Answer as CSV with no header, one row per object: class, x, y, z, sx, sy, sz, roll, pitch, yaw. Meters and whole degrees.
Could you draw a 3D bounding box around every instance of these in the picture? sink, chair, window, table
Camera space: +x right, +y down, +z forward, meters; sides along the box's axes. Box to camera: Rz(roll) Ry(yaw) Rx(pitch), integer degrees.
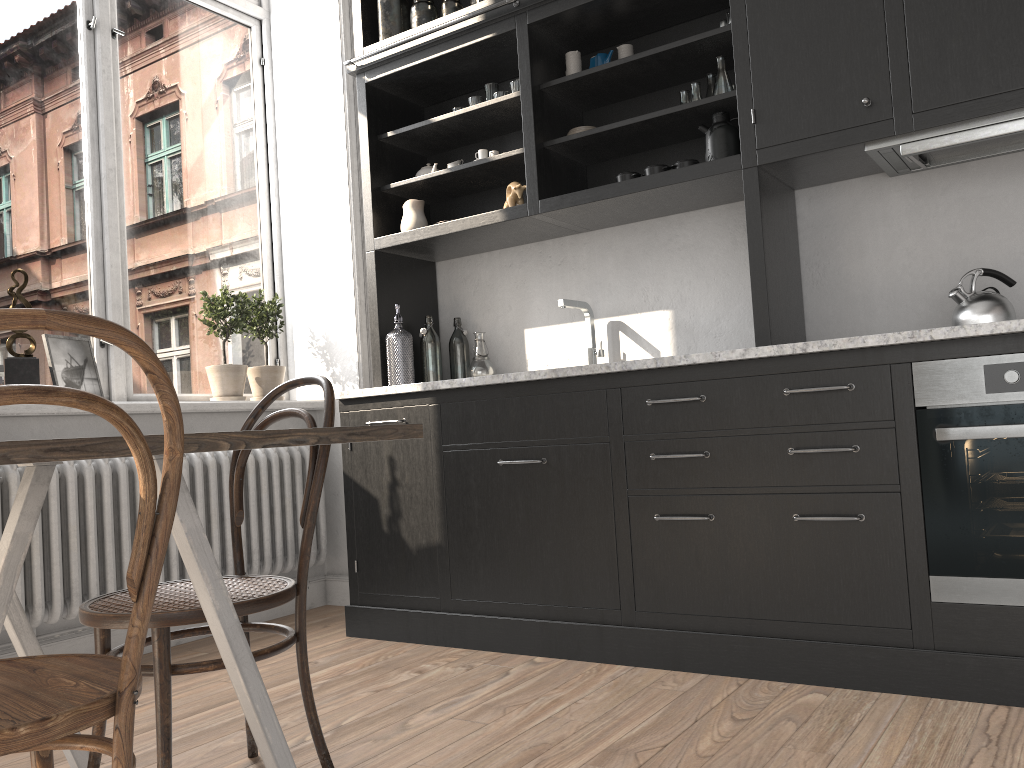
sink,0.185,-0.069,3.279,0.526,0.504,0.514,-5,-3,34
chair,-0.685,0.397,1.128,0.549,0.920,0.438,-6,-4,45
window,-0.977,-5.391,10.754,26.407,15.929,14.385,-5,-3,34
table,-1.221,0.501,1.156,1.100,0.779,2.200,-5,-4,33
chair,-0.649,0.438,1.944,0.549,0.920,0.438,-1,-4,-44

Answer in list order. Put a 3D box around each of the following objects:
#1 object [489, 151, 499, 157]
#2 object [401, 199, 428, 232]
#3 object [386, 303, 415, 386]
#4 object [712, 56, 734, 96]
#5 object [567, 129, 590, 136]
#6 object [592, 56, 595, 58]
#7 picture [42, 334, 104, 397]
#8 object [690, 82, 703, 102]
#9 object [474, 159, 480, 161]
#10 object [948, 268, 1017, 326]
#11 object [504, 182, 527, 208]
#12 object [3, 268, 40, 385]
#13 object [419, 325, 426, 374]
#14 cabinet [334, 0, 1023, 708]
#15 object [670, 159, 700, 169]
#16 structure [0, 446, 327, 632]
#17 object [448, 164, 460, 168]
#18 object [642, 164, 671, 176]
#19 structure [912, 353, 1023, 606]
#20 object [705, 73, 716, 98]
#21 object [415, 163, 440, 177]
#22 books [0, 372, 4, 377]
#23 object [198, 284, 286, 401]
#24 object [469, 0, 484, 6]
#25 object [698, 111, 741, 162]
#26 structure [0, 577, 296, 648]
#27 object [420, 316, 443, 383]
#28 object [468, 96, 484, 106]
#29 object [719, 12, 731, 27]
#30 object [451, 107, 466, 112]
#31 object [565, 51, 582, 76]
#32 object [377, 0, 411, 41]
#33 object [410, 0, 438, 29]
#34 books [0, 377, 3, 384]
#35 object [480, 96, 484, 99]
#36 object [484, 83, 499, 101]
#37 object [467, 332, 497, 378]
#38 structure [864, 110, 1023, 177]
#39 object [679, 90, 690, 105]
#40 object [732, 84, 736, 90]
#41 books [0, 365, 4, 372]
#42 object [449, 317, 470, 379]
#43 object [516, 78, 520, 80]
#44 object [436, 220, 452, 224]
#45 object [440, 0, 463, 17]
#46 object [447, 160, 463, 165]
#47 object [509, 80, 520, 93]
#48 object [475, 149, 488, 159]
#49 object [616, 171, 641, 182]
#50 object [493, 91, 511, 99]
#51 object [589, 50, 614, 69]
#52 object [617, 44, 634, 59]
object,-0.074,-0.891,3.508,0.049,0.054,0.039,-2,-3,-31
object,-0.404,-0.679,3.682,0.115,0.144,0.127,-4,-3,12
object,-0.458,-0.154,3.610,0.109,0.349,0.109,-4,-3,15
object,0.709,-1.020,2.985,0.083,0.158,0.083,-4,-3,18
object,-1.711,0.004,1.263,0.792,1.841,5.827,-6,-4,39
object,0.326,-1.181,3.394,0.082,0.135,0.059,-2,-3,-29
picture,-1.665,-0.046,3.316,0.149,0.264,0.221,-4,-3,17
object,0.631,-0.981,3.034,0.058,0.094,0.058,-3,-3,-17
object,-0.114,-0.886,3.558,0.085,0.016,0.085,-3,-3,-16
object,1.363,-0.245,2.574,0.171,0.186,0.171,-6,-4,44
object,0.012,-0.710,3.385,0.069,0.123,0.173,-2,-3,-24
object,-1.742,-0.170,3.142,0.122,0.488,0.102,-2,-3,-32
object,-0.349,-0.125,3.795,0.086,0.301,0.086,-1,-3,-42
cabinet,0.752,-0.934,2.868,3.252,3.582,0.635,-5,-3,34
object,0.594,-0.734,3.013,0.088,0.059,0.104,-6,-4,42
structure,-1.327,0.535,3.375,0.194,0.552,1.577,-5,-3,33
object,-0.236,-0.881,3.650,0.056,0.033,0.058,-4,-3,8
object,0.499,-0.726,3.051,0.104,0.059,0.088,-4,-3,12
structure,1.479,0.232,2.371,0.622,0.623,0.618,-5,-3,34
object,0.708,-1.012,3.127,0.083,0.158,0.083,-6,-4,44
object,-0.352,-0.883,3.762,0.125,0.100,0.140,-4,-3,15
books,-1.860,-0.025,2.941,0.193,0.014,0.255,-6,-4,37
object,-1.201,-0.177,3.964,0.234,0.524,0.500,-5,-3,23
object,-0.119,-1.521,3.655,0.092,0.184,0.092,-1,-4,-42
object,0.708,-0.810,2.965,0.124,0.191,0.129,-2,-3,-29
structure,-2.396,-1.238,1.878,0.340,4.472,5.182,-5,-3,34
object,-0.337,-0.132,3.672,0.086,0.301,0.086,-4,-3,19
object,-0.144,-1.109,3.557,0.064,0.069,0.064,-3,-3,-9
object,0.742,-1.216,3.034,0.040,0.116,0.080,-2,-3,-36
object,-0.209,-1.091,3.607,0.071,0.047,0.072,-3,-3,-19
object,0.235,-1.177,3.354,0.059,0.135,0.082,-4,-3,1
object,-0.491,-1.523,3.698,0.118,0.238,0.118,-4,-3,19
object,-0.359,-1.493,3.634,0.114,0.155,0.114,-6,-3,37
books,-1.852,-0.008,2.923,0.175,0.023,0.249,-6,-4,34
object,-0.144,-1.123,3.653,0.060,0.107,0.060,-4,-3,1
object,-0.078,-1.134,3.528,0.060,0.107,0.060,-2,-3,-29
object,-0.130,-0.105,3.701,0.120,0.219,0.132,-5,-3,34
structure,1.489,-0.741,2.532,0.844,0.123,0.379,-6,-4,34
object,0.606,-0.975,3.102,0.058,0.094,0.058,-3,-3,-17
object,0.781,-0.991,3.108,0.067,0.108,0.067,-5,-3,22
books,-1.863,-0.046,2.941,0.193,0.028,0.245,-5,-3,29
object,-0.225,-0.133,3.789,0.086,0.301,0.086,-3,-3,-11
object,0.045,-1.143,3.497,0.060,0.107,0.060,-4,-3,6
object,-0.232,-0.637,3.651,0.180,0.037,0.180,-5,-3,18
object,-0.244,-1.498,3.623,0.096,0.150,0.096,-5,-3,22
object,-0.237,-0.901,3.651,0.055,0.047,0.058,-1,-4,-42
object,0.024,-1.127,3.423,0.064,0.069,0.064,-5,-3,26
object,-0.118,-0.910,3.563,0.039,0.055,0.049,-2,-3,-36
object,0.410,-0.717,3.120,0.104,0.059,0.088,-5,-3,22
object,-0.038,-1.110,3.468,0.071,0.047,0.072,-3,-3,-19
object,0.330,-1.165,3.285,0.082,0.093,0.140,-3,-3,-1
object,0.438,-1.192,3.312,0.082,0.135,0.059,-4,-3,16
